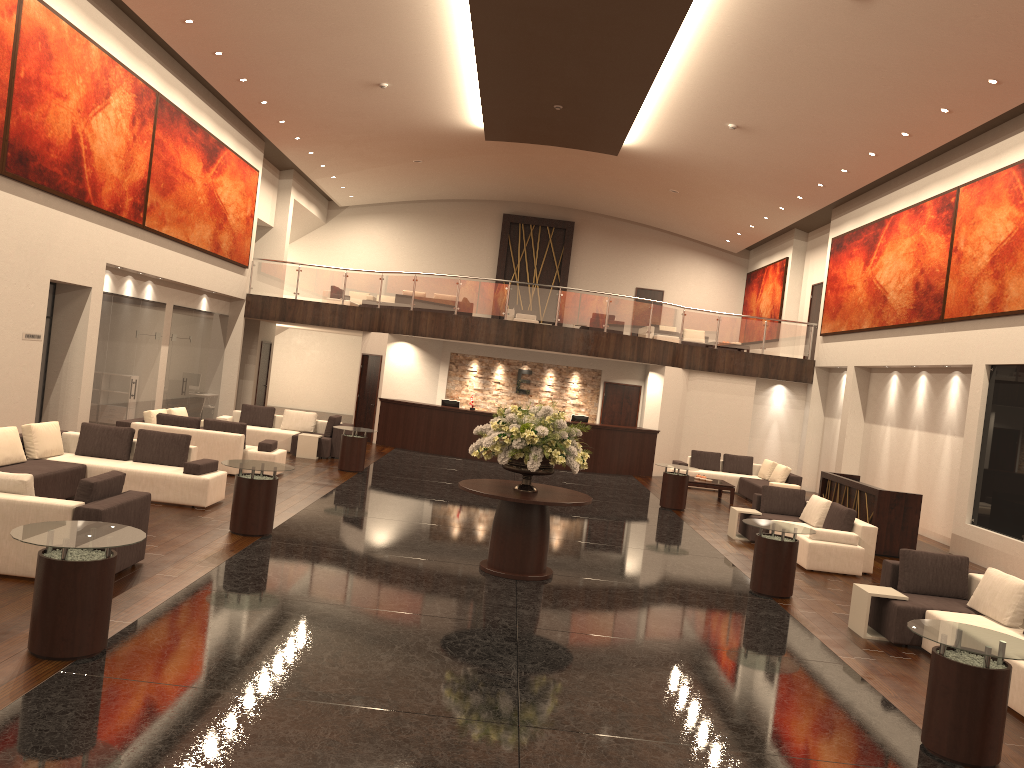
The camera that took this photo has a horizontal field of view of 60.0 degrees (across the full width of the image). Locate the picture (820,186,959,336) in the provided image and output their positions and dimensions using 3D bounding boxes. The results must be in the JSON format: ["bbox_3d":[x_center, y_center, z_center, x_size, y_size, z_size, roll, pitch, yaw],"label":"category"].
[{"bbox_3d":[8.099,-2.435,19.555,0.070,2.526,6.485,7,1,0],"label":"picture"}]

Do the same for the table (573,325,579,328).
[{"bbox_3d":[2.078,-1.601,27.472,0.400,0.460,0.400,7,1,0],"label":"table"}]

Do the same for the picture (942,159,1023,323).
[{"bbox_3d":[8.096,-2.350,14.043,0.070,2.526,4.515,7,1,0],"label":"picture"}]

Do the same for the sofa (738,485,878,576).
[{"bbox_3d":[4.392,2.129,13.391,1.291,0.862,2.846,7,1,0],"label":"sofa"}]

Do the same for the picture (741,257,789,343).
[{"bbox_3d":[8.104,-2.577,28.790,0.070,2.526,4.515,7,1,0],"label":"picture"}]

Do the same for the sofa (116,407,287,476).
[{"bbox_3d":[-5.177,0.965,16.057,2.586,0.862,3.366,7,1,0],"label":"sofa"}]

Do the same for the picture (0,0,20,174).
[{"bbox_3d":[-6.670,-4.014,9.507,0.070,2.526,4.515,7,1,0],"label":"picture"}]

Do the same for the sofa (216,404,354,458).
[{"bbox_3d":[-4.870,0.960,18.667,2.846,0.862,1.291,7,1,0],"label":"sofa"}]

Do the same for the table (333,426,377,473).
[{"bbox_3d":[-3.001,1.242,16.746,0.833,0.795,0.844,7,1,39],"label":"table"}]

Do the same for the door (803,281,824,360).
[{"bbox_3d":[8.441,-1.705,24.765,0.104,2.232,0.990,7,1,0],"label":"door"}]

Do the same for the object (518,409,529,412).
[{"bbox_3d":[0.148,0.846,21.854,0.483,0.485,0.189,7,1,0],"label":"object"}]

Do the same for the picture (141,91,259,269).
[{"bbox_3d":[-6.665,-4.168,19.536,0.070,2.526,6.485,7,1,0],"label":"picture"}]

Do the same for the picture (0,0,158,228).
[{"bbox_3d":[-6.668,-4.083,14.025,0.070,2.526,4.515,7,1,0],"label":"picture"}]

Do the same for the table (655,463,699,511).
[{"bbox_3d":[3.074,1.955,16.753,0.833,0.795,0.844,7,1,39],"label":"table"}]

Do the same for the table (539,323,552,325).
[{"bbox_3d":[1.077,-1.745,29.163,0.400,0.460,0.400,7,1,0],"label":"table"}]

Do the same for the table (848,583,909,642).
[{"bbox_3d":[3.712,2.321,9.005,0.400,0.460,0.400,7,1,0],"label":"table"}]

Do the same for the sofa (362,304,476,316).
[{"bbox_3d":[-2.841,-2.386,27.747,3.366,0.862,2.586,7,1,0],"label":"sofa"}]

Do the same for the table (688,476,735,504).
[{"bbox_3d":[4.085,2.250,19.012,1.100,0.380,1.100,7,1,0],"label":"table"}]

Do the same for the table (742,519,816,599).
[{"bbox_3d":[3.070,2.053,10.362,0.833,0.795,0.844,6,1,-39],"label":"table"}]

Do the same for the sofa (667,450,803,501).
[{"bbox_3d":[4.986,2.099,19.837,2.586,0.862,3.366,7,1,0],"label":"sofa"}]

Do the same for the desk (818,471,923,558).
[{"bbox_3d":[6.065,2.204,15.279,0.700,1.043,2.606,7,1,0],"label":"desk"}]

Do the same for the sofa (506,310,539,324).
[{"bbox_3d":[0.447,-2.010,28.375,1.291,0.862,2.846,7,1,0],"label":"sofa"}]

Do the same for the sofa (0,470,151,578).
[{"bbox_3d":[-4.875,1.123,8.090,2.846,0.862,1.291,7,1,0],"label":"sofa"}]

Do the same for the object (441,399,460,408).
[{"bbox_3d":[-1.551,0.642,22.123,0.483,0.485,0.189,7,1,15],"label":"object"}]

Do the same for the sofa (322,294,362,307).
[{"bbox_3d":[-4.432,-2.596,29.245,3.366,0.862,2.586,7,1,0],"label":"sofa"}]

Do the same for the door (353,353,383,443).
[{"bbox_3d":[-3.711,0.343,22.790,0.104,2.232,0.990,6,1,-40],"label":"door"}]

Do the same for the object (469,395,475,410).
[{"bbox_3d":[-0.960,0.439,21.587,0.163,0.390,0.165,7,1,8],"label":"object"}]

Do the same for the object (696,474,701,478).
[{"bbox_3d":[4.047,1.998,19.222,0.119,0.106,0.119,7,1,23],"label":"object"}]

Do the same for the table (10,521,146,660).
[{"bbox_3d":[-2.979,1.410,6.032,0.833,0.795,0.844,6,1,-39],"label":"table"}]

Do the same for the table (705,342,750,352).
[{"bbox_3d":[6.578,-1.029,27.147,1.100,0.380,1.100,7,1,0],"label":"table"}]

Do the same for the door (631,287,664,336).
[{"bbox_3d":[4.744,-2.239,31.266,0.990,2.232,0.104,7,1,0],"label":"door"}]

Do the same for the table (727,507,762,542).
[{"bbox_3d":[3.715,2.241,14.178,0.400,0.460,0.400,7,1,0],"label":"table"}]

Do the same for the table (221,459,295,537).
[{"bbox_3d":[-3.004,1.340,10.354,0.833,0.795,0.844,6,1,-39],"label":"table"}]

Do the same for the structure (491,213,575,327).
[{"bbox_3d":[0.702,-3.723,31.155,2.524,4.236,0.187,7,1,0],"label":"structure"}]

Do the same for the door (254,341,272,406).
[{"bbox_3d":[-7.185,-0.106,25.485,0.104,2.232,0.990,7,1,0],"label":"door"}]

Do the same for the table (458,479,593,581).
[{"bbox_3d":[0.099,1.647,9.956,1.498,0.921,1.498,7,1,-9],"label":"table"}]

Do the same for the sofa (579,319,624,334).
[{"bbox_3d":[2.755,-1.737,28.254,1.291,0.862,2.846,7,1,0],"label":"sofa"}]

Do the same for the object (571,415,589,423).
[{"bbox_3d":[1.667,1.021,22.034,0.483,0.485,0.189,6,1,-25],"label":"object"}]

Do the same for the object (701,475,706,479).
[{"bbox_3d":[4.129,2.010,19.091,0.119,0.106,0.119,6,1,-18],"label":"object"}]

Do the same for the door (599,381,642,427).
[{"bbox_3d":[2.783,1.096,23.284,0.990,2.232,0.104,7,1,0],"label":"door"}]

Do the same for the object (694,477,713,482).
[{"bbox_3d":[4.092,2.042,18.962,0.154,0.040,0.437,6,1,-44],"label":"object"}]

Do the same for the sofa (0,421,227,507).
[{"bbox_3d":[-5.162,1.049,10.708,2.586,0.862,3.366,7,1,0],"label":"sofa"}]

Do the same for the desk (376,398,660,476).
[{"bbox_3d":[0.111,1.336,22.044,7.146,1.171,1.674,7,1,1],"label":"desk"}]

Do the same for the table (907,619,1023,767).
[{"bbox_3d":[3.096,2.123,6.040,0.833,0.795,0.844,6,1,-39],"label":"table"}]

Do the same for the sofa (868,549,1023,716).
[{"bbox_3d":[4.389,2.209,8.218,1.291,0.862,2.846,7,1,0],"label":"sofa"}]

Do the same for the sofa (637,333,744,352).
[{"bbox_3d":[5.817,-1.377,28.233,3.366,0.862,2.586,7,1,0],"label":"sofa"}]

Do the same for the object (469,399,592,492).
[{"bbox_3d":[0.190,0.643,9.943,1.453,1.097,1.402,6,1,-44],"label":"object"}]

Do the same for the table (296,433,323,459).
[{"bbox_3d":[-4.115,1.263,18.014,0.400,0.460,0.400,7,1,0],"label":"table"}]
